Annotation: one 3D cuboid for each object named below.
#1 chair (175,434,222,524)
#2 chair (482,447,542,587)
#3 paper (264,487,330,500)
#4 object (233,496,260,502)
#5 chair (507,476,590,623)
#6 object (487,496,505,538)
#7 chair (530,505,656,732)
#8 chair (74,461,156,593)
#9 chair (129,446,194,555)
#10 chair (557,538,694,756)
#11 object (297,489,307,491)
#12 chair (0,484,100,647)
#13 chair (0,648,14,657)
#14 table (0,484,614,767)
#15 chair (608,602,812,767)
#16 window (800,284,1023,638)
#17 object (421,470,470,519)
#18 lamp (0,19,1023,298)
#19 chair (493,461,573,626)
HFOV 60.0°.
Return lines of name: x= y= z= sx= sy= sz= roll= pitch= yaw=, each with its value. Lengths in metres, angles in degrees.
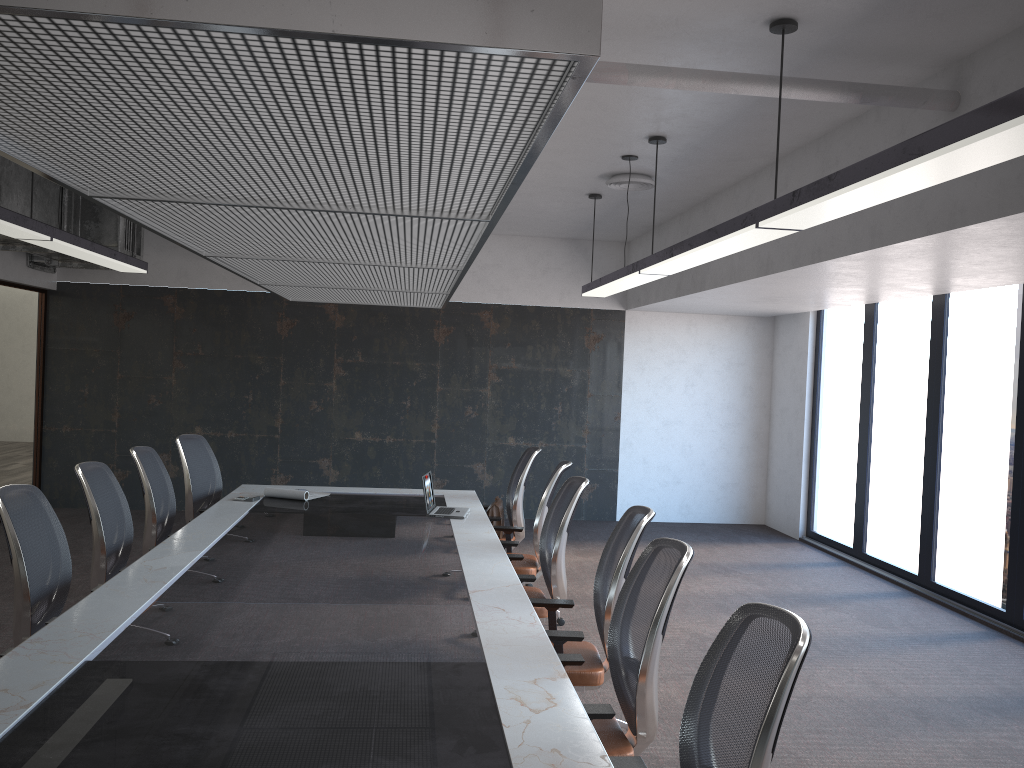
chair: x=-2.206 y=0.991 z=6.890 sx=0.828 sy=1.166 sz=0.789 roll=2 pitch=1 yaw=-27
chair: x=-0.180 y=1.075 z=7.034 sx=0.828 sy=1.166 sz=0.789 roll=1 pitch=1 yaw=-43
paper: x=-1.631 y=0.818 z=6.756 sx=0.348 sy=0.069 sz=0.379 roll=3 pitch=1 yaw=19
object: x=-1.930 y=0.830 z=6.444 sx=0.161 sy=0.026 sz=0.126 roll=3 pitch=1 yaw=8
chair: x=0.035 y=1.119 z=5.152 sx=0.828 sy=1.166 sz=0.789 roll=1 pitch=1 yaw=-43
object: x=-0.132 y=1.046 z=7.047 sx=0.138 sy=0.308 sz=0.378 roll=3 pitch=1 yaw=4
chair: x=0.242 y=1.147 z=4.119 sx=0.828 sy=1.166 sz=0.789 roll=2 pitch=1 yaw=-37
chair: x=-2.041 y=1.033 z=5.004 sx=0.828 sy=1.166 sz=0.789 roll=1 pitch=1 yaw=-43
chair: x=-2.149 y=1.011 z=5.945 sx=0.828 sy=1.166 sz=0.789 roll=1 pitch=1 yaw=-43
chair: x=0.250 y=1.163 z=3.269 sx=0.828 sy=1.166 sz=0.789 roll=1 pitch=1 yaw=-43
object: x=-1.655 y=0.831 z=6.842 sx=0.049 sy=0.036 sz=0.200 roll=3 pitch=1 yaw=30
chair: x=-1.933 y=1.055 z=4.063 sx=0.828 sy=1.166 sz=0.789 roll=1 pitch=1 yaw=-43
chair: x=-1.825 y=1.077 z=3.121 sx=0.828 sy=1.166 sz=0.789 roll=1 pitch=1 yaw=-43
table: x=-0.959 y=1.291 z=4.606 sx=1.898 sy=0.745 sz=5.498 roll=2 pitch=1 yaw=-7
chair: x=0.358 y=1.185 z=2.328 sx=0.828 sy=1.166 sz=0.789 roll=1 pitch=1 yaw=-43
window: x=3.864 y=0.508 z=5.371 sx=0.121 sy=2.670 sz=9.225 roll=2 pitch=1 yaw=-7
object: x=-0.457 y=0.770 z=6.206 sx=0.308 sy=0.277 sz=0.366 roll=3 pitch=1 yaw=4
lamp: x=-0.870 y=-1.234 z=4.645 sx=4.126 sy=0.908 sz=6.097 roll=2 pitch=1 yaw=-7
chair: x=-0.006 y=1.100 z=6.102 sx=0.828 sy=1.166 sz=0.789 roll=2 pitch=1 yaw=-32
